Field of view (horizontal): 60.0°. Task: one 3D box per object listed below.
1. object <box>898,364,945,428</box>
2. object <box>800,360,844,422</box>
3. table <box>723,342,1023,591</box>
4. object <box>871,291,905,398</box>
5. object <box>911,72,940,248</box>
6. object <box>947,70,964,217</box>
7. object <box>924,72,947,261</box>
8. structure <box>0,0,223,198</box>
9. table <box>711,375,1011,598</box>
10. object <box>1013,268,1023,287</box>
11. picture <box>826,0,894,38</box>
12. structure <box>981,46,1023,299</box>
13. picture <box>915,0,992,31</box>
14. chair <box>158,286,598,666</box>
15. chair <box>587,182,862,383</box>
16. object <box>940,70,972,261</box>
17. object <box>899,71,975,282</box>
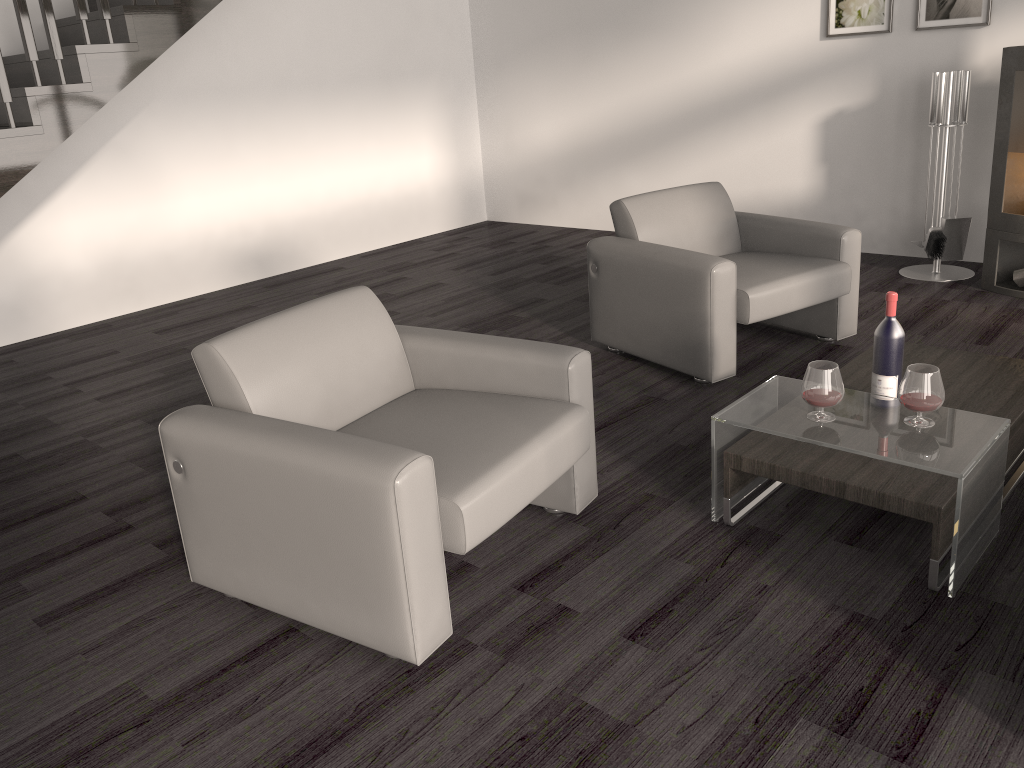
[{"bbox_3d":[1.102,0.031,2.387,0.116,0.154,0.117,8,23,32],"label":"object"},{"bbox_3d":[0.864,0.020,2.468,0.116,0.154,0.116,-19,23,-35],"label":"object"},{"bbox_3d":[1.243,0.182,2.816,0.603,0.247,1.209,13,27,40],"label":"table"},{"bbox_3d":[1.153,-0.101,2.714,0.093,0.366,0.094,12,24,40],"label":"object"},{"bbox_3d":[2.349,-1.253,5.019,0.116,0.972,0.042,2,19,18],"label":"object"},{"bbox_3d":[2.527,-1.230,5.015,0.113,1.037,0.042,-5,18,-1],"label":"object"},{"bbox_3d":[2.355,-1.179,4.871,0.078,1.008,0.169,-3,18,5],"label":"object"},{"bbox_3d":[-1.867,-2.454,5.137,1.004,4.047,6.391,12,25,41],"label":"structure"},{"bbox_3d":[0.971,0.254,2.524,0.683,0.338,0.403,13,26,41],"label":"table"},{"bbox_3d":[2.790,-0.582,4.626,0.307,0.190,0.105,14,26,42],"label":"object"},{"bbox_3d":[2.091,-2.398,5.314,0.395,0.571,0.027,13,25,41],"label":"picture"},{"bbox_3d":[3.019,-1.821,4.401,0.821,2.644,1.124,12,25,41],"label":"structure"},{"bbox_3d":[2.487,-2.299,4.964,0.395,0.571,0.027,13,25,41],"label":"picture"},{"bbox_3d":[-0.315,0.157,2.549,0.912,0.709,0.972,8,23,32],"label":"chair"},{"bbox_3d":[0.992,-0.520,4.109,0.967,0.709,0.917,-16,22,-29],"label":"chair"},{"bbox_3d":[2.491,-1.193,4.927,0.145,1.040,0.075,-3,18,4],"label":"object"},{"bbox_3d":[2.429,-1.172,4.988,0.400,1.113,0.405,-4,19,3],"label":"object"}]
